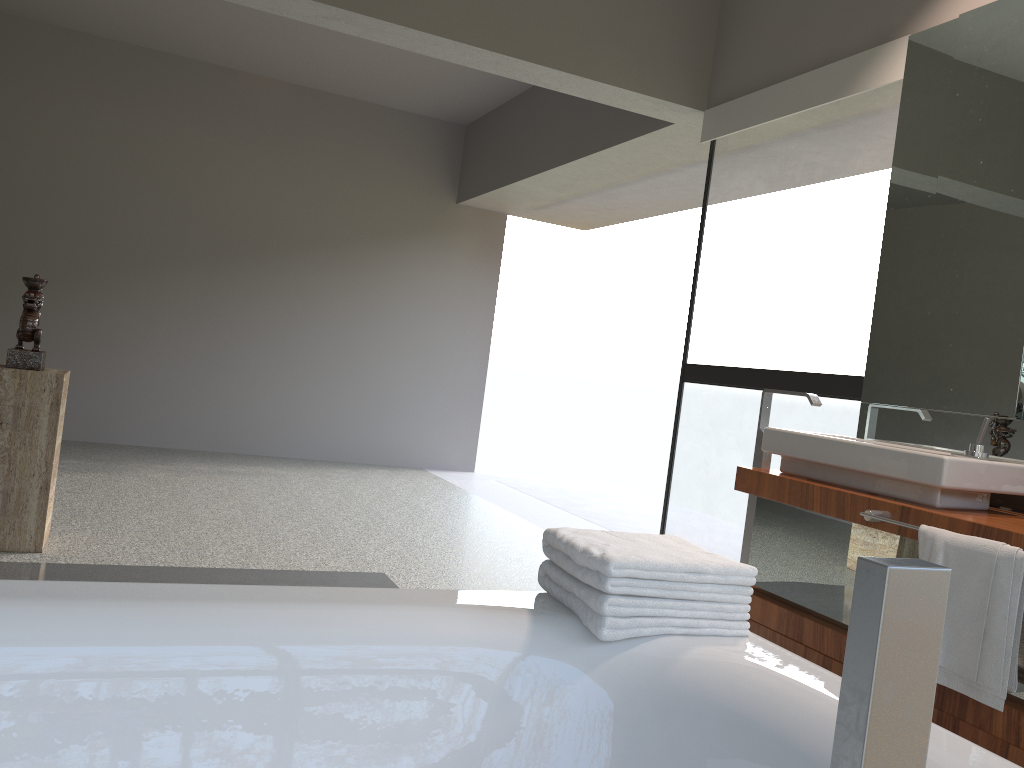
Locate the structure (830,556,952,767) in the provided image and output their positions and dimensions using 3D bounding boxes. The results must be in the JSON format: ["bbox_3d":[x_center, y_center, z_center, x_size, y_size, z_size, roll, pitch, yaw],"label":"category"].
[{"bbox_3d":[-0.088,0.479,0.328,0.402,0.885,0.330,7,0,-23],"label":"structure"}]

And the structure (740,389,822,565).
[{"bbox_3d":[0.926,0.516,3.168,0.069,0.988,0.303,7,0,-23],"label":"structure"}]

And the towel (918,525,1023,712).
[{"bbox_3d":[1.065,0.542,2.111,0.079,0.368,0.302,7,0,-23],"label":"towel"}]

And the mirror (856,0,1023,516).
[{"bbox_3d":[1.774,-0.383,2.416,0.253,1.617,1.791,7,0,-23],"label":"mirror"}]

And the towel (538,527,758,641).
[{"bbox_3d":[0.247,0.378,1.706,0.321,0.145,0.305,7,1,-20],"label":"towel"}]

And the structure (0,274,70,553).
[{"bbox_3d":[-1.947,0.096,3.524,0.291,1.074,0.328,7,0,-23],"label":"structure"}]

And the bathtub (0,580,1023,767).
[{"bbox_3d":[-0.309,0.631,0.901,1.957,0.504,1.328,7,1,-23],"label":"bathtub"}]

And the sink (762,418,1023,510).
[{"bbox_3d":[1.170,0.204,2.779,0.352,0.266,0.750,7,1,-23],"label":"sink"}]

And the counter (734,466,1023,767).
[{"bbox_3d":[1.263,0.712,2.288,0.524,0.704,1.849,7,1,-23],"label":"counter"}]
